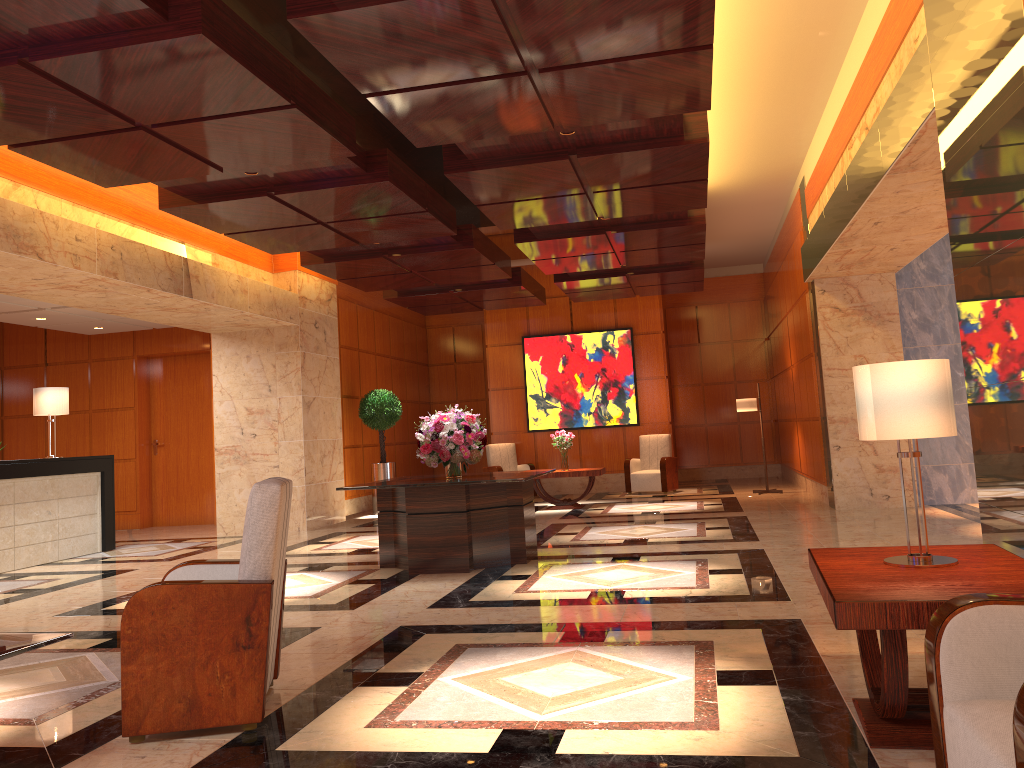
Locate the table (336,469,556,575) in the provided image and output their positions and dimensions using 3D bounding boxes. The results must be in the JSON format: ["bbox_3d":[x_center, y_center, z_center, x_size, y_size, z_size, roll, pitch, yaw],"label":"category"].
[{"bbox_3d":[-0.498,1.215,7.948,1.599,0.747,1.596,-4,-4,12],"label":"table"}]

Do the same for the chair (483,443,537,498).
[{"bbox_3d":[-0.056,1.501,15.260,0.738,0.964,0.626,-1,-6,-29],"label":"chair"}]

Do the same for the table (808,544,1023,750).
[{"bbox_3d":[1.480,0.918,3.108,0.724,0.536,1.165,-5,-4,15],"label":"table"}]

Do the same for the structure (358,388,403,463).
[{"bbox_3d":[-2.062,0.915,14.031,0.722,1.719,0.719,-2,-5,-10],"label":"structure"}]

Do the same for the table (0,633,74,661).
[{"bbox_3d":[-2.070,1.117,2.434,0.722,0.498,1.556,-5,-4,15],"label":"table"}]

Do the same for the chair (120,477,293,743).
[{"bbox_3d":[-1.267,0.903,3.806,0.629,0.964,0.735,-3,-5,-9],"label":"chair"}]

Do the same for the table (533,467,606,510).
[{"bbox_3d":[0.773,1.540,13.008,1.167,0.536,0.723,-4,-4,11],"label":"table"}]

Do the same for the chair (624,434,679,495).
[{"bbox_3d":[2.323,1.330,14.780,0.736,0.964,0.627,-6,-6,30],"label":"chair"}]

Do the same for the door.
[{"bbox_3d":[-5.156,0.859,13.824,1.285,2.707,0.339,-4,-6,11],"label":"door"}]

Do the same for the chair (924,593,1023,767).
[{"bbox_3d":[1.324,0.639,1.953,0.628,0.964,0.735,-4,-5,10],"label":"chair"}]

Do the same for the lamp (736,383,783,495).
[{"bbox_3d":[3.704,0.820,13.374,0.526,1.667,0.358,-4,-6,2],"label":"lamp"}]

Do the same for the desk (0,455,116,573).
[{"bbox_3d":[-5.594,1.404,9.459,0.941,1.145,2.918,-4,-4,12],"label":"desk"}]

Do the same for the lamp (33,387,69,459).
[{"bbox_3d":[-5.403,0.460,10.393,0.371,0.823,0.372,-7,-6,36],"label":"lamp"}]

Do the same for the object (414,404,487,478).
[{"bbox_3d":[-0.542,0.513,7.998,0.649,0.661,0.678,-4,-4,3],"label":"object"}]

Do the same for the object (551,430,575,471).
[{"bbox_3d":[0.760,0.976,13.090,0.350,0.598,0.326,-7,-6,31],"label":"object"}]

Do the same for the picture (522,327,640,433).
[{"bbox_3d":[1.207,-0.065,15.785,1.995,1.743,0.056,-4,-6,11],"label":"picture"}]
